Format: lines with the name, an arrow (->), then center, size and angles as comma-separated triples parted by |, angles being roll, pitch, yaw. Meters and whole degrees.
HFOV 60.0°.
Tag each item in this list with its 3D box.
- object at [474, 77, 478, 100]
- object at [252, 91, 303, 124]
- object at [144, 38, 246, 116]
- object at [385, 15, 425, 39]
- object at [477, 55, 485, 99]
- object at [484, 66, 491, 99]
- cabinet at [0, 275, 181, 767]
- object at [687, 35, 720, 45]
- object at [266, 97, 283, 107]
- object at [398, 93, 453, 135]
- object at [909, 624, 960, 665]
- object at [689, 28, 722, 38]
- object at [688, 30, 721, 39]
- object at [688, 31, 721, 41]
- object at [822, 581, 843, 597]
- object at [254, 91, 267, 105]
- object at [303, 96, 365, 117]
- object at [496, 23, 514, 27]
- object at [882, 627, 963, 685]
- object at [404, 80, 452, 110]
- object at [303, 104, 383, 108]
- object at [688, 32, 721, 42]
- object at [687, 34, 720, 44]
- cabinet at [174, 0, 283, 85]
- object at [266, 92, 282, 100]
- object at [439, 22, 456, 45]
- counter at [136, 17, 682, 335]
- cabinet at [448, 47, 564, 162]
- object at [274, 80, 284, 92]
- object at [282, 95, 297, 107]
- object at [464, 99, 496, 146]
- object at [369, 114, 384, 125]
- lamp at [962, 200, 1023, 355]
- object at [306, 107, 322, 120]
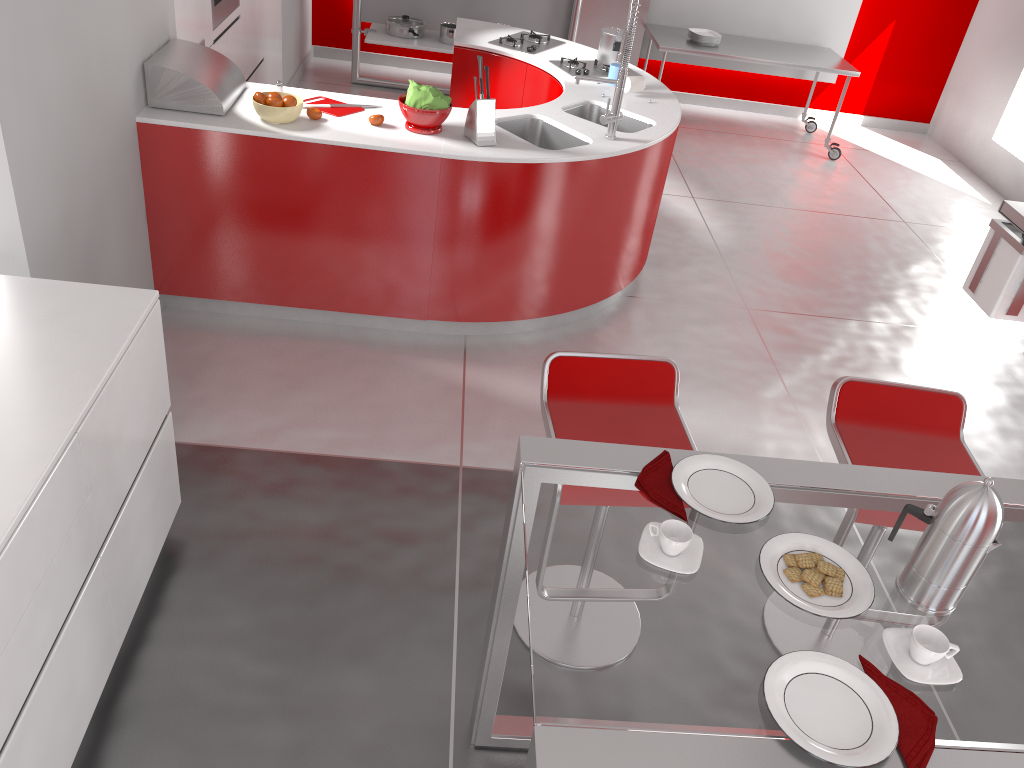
object -> -0.148, -1.166, 3.679 | 0.009, 0.197, 0.091 | -13, 40, -29
object -> -0.958, -1.123, 3.632 | 0.201, 0.086, 0.201 | 6, 34, -5
object -> -1.308, -1.285, 3.697 | 0.300, 0.170, 0.400 | 5, 34, -5
object -> -0.830, -2.751, 6.817 | 0.308, 0.130, 0.407 | 10, 34, 1
object -> -0.127, -1.186, 3.690 | 0.014, 0.322, 0.150 | -13, 40, -29
object -> -0.101, -1.173, 3.705 | 0.012, 0.279, 0.130 | -13, 40, -29
cabinet -> -1.309, 0.586, 1.919 | 0.610, 0.880, 1.802 | 5, 34, -5
object -> 1.465, -2.631, 6.794 | 0.228, 0.020, 0.228 | -5, 37, -20
object -> -0.963, -1.140, 3.599 | 0.065, 0.052, 0.062 | -4, 36, -18
object -> -0.370, -1.141, 3.762 | 0.229, 0.118, 0.228 | -13, 40, -29
object -> 0.718, 0.458, 1.523 | 0.078, 0.049, 0.062 | 29, 39, 27
object -> 1.471, -2.673, 6.766 | 0.228, 0.020, 0.228 | -5, 37, -20
object -> 1.470, -2.664, 6.772 | 0.228, 0.020, 0.228 | -5, 37, -20
object -> 1.469, -2.656, 6.777 | 0.228, 0.020, 0.228 | -5, 37, -20
object -> 0.597, 0.381, 1.652 | 0.034, 0.006, 0.036 | 8, 34, -2
object -> -1.021, -1.159, 3.606 | 0.055, 0.058, 0.066 | -3, 36, -17
object -> -0.795, -1.209, 3.861 | 0.266, 0.006, 0.168 | 21, 36, 17
object -> -0.084, -2.668, 6.843 | 0.240, 0.161, 0.259 | -5, 37, -19
object -> 0.709, 0.474, 1.540 | 0.119, 0.016, 0.119 | 4, 34, -8
object -> -0.353, -1.185, 3.734 | 0.198, 0.182, 0.193 | 9, 34, -1
object -> -0.740, -1.219, 3.877 | 0.375, 0.008, 0.041 | -9, 38, -24
object -> 1.467, -2.648, 6.783 | 0.228, 0.020, 0.228 | -5, 37, -20
object -> 1.466, -2.639, 6.789 | 0.228, 0.020, 0.228 | -5, 37, -20
cabinet -> -1.802, -2.211, 4.854 | 0.614, 2.026, 2.398 | 5, 34, -5
object -> -0.978, -1.175, 3.648 | 0.066, 0.049, 0.062 | 4, 35, -8
object -> -0.467, -2.696, 6.829 | 0.182, 0.122, 0.196 | -23, 46, -38
counter -> -0.272, -1.054, 4.546 | 1.868, 0.880, 2.865 | 25, 37, 22
cabinet -> -0.536, -1.129, 4.536 | 1.025, 0.761, 1.875 | 33, 41, 31
object -> -1.020, -1.294, 3.880 | 0.043, 0.066, 0.042 | 13, 34, 5
object -> -0.914, -1.158, 3.638 | 0.066, 0.049, 0.062 | 10, 34, 1
object -> -0.125, -1.109, 3.713 | 0.091, 0.178, 0.137 | -11, 39, -27
object -> -0.572, -1.118, 3.743 | 0.064, 0.048, 0.063 | -8, 38, -23
lamp -> 0.956, -0.478, 1.057 | 0.304, 1.025, 0.304 | 5, 34, -5
object -> -0.825, -1.128, 3.703 | 0.065, 0.047, 0.063 | 5, 34, -6
